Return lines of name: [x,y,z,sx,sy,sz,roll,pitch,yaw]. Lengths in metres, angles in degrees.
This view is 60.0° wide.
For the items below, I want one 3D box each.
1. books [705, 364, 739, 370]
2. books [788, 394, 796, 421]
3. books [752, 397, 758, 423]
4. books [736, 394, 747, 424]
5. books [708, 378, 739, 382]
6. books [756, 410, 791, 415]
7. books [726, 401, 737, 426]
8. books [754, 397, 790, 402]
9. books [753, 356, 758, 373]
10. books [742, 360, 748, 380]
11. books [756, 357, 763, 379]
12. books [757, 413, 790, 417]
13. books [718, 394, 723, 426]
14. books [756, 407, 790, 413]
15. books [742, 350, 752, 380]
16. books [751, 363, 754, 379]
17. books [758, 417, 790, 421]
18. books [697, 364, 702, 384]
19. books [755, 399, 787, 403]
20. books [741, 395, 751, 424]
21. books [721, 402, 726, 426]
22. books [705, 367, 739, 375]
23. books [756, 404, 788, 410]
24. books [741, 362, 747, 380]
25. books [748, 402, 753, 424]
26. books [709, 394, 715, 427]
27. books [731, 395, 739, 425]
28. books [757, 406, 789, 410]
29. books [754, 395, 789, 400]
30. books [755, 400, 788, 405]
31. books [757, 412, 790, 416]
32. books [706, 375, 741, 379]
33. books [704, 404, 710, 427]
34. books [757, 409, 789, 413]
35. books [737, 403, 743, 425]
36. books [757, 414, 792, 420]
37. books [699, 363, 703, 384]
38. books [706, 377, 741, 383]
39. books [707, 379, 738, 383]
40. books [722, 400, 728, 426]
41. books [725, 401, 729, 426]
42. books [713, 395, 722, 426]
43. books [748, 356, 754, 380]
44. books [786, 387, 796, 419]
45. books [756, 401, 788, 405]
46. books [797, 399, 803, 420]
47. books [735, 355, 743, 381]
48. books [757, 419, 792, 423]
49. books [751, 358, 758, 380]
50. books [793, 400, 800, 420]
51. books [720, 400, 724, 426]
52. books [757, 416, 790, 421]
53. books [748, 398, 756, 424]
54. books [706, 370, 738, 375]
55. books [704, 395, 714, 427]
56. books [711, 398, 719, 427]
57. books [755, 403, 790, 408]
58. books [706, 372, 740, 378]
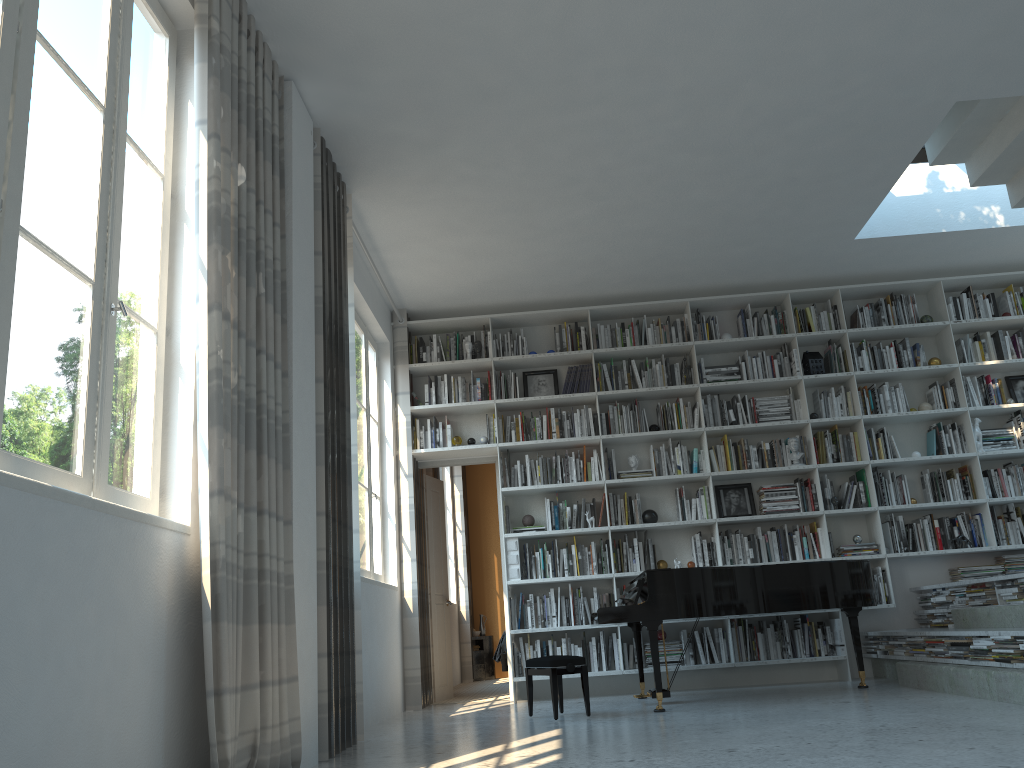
books: [1.761,-0.122,7.504,0.285,0.024,0.160,-5,-16,2]
books: [2.313,0.224,7.359,0.012,0.253,0.161,-4,-16,2]
books: [2.001,0.250,7.361,0.013,0.246,0.177,-4,-16,2]
books: [1.910,0.241,7.389,0.049,0.290,0.162,-4,-15,2]
books: [1.767,-0.013,7.467,0.254,0.012,0.161,-4,-16,-1]
books: [2.159,0.252,7.378,0.285,0.012,0.160,-5,-16,3]
books: [1.817,0.273,7.377,0.066,0.236,0.154,-4,-16,2]
books: [2.151,0.143,7.398,0.285,0.012,0.160,-3,-16,-3]
books: [2.049,-0.099,7.478,0.012,0.243,0.132,-4,-15,2]
books: [1.963,-0.078,7.493,0.024,0.222,0.129,-4,-16,2]
books: [2.069,-0.091,7.465,0.028,0.218,0.184,-4,-16,2]
books: [2.161,0.274,7.369,0.254,0.012,0.161,-5,-16,4]
books: [1.727,0.251,7.394,0.011,0.299,0.180,-4,-16,2]
books: [2.157,0.228,7.379,0.285,0.012,0.160,-5,-16,5]
books: [1.976,-0.120,7.461,0.011,0.283,0.190,-4,-16,2]
books: [2.012,-0.077,7.476,0.011,0.203,0.133,-4,-16,2]
books: [2.163,0.311,7.363,0.254,0.012,0.161,-5,-16,2]
books: [1.567,-0.045,7.473,0.027,0.201,0.168,-4,-16,2]
books: [2.152,0.158,7.406,0.254,0.012,0.161,-5,-16,2]
books: [1.945,0.245,7.371,0.021,0.268,0.192,-4,-16,2]
books: [1.752,0.282,7.387,0.014,0.232,0.147,-4,-16,2]
books: [1.763,-0.100,7.493,0.285,0.024,0.160,-5,-16,4]
books: [2.156,0.205,7.388,0.254,0.012,0.161,-5,-16,4]
books: [1.938,-0.067,7.461,0.025,0.187,0.194,-4,-16,2]
books: [1.970,0.273,7.379,0.024,0.215,0.133,-4,-16,2]
books: [1.661,0.254,7.414,0.014,0.312,0.134,-4,-15,2]
books: [1.860,0.249,7.394,0.022,0.284,0.131,-4,-15,2]
books: [2.156,0.216,7.383,0.254,0.012,0.161,-4,-16,-1]
books: [2.150,0.133,7.408,0.285,0.012,0.160,-5,-16,4]
books: [2.153,0.168,7.398,0.254,0.012,0.161,-5,-16,4]
books: [2.160,0.263,7.372,0.254,0.012,0.161,-4,-16,0]
books: [1.766,-0.036,7.475,0.285,0.012,0.160,-4,-16,0]
books: [1.617,0.298,7.403,0.027,0.227,0.148,-4,-16,2]
books: [2.158,0.240,7.380,0.254,0.012,0.161,-5,-16,3]
books: [1.885,0.279,7.378,0.024,0.216,0.148,-4,-16,2]
books: [2.161,0.285,7.363,0.285,0.012,0.160,-4,-16,-1]
books: [1.587,-0.051,7.487,0.013,0.217,0.141,-4,-16,2]
books: [1.766,-0.025,7.470,0.285,0.012,0.160,-4,-16,-1]
books: [1.768,-0.003,7.459,0.254,0.012,0.161,-6,-16,7]
books: [1.765,0.272,7.385,0.014,0.249,0.173,-4,-16,2]
books: [1.778,0.276,7.384,0.011,0.239,0.148,-4,-16,2]
books: [1.707,0.257,7.401,0.029,0.294,0.151,-4,-15,2]
books: [1.995,-0.095,7.469,0.021,0.237,0.172,-4,-16,2]
books: [2.324,0.197,7.382,0.012,0.318,0.140,-4,-15,2]
books: [2.154,0.180,7.388,0.254,0.012,0.161,-6,-16,7]
books: [2.379,0.248,7.368,0.030,0.204,0.159,-4,-16,2]
books: [1.918,-0.096,7.475,0.012,0.253,0.161,-4,-16,2]
books: [2.164,0.322,7.358,0.285,0.012,0.160,-5,-16,3]
books: [2.030,-0.088,7.463,0.027,0.216,0.190,-4,-16,2]
books: [2.349,0.252,7.363,0.029,0.198,0.172,-4,-16,2]
books: [1.739,0.274,7.390,0.011,0.251,0.153,-4,-16,2]
books: [2.162,0.298,7.365,0.254,0.012,0.161,-4,-16,1]
books: [1.988,0.256,7.374,0.015,0.244,0.183,-4,-16,2]
books: [1.764,-0.077,7.482,0.254,0.025,0.161,-3,-16,-2]
books: [1.641,0.258,7.394,0.026,0.296,0.180,-4,-16,2]
books: [1.681,0.268,7.381,0.025,0.265,0.186,-4,-16,2]
books: [2.155,0.194,7.394,0.285,0.012,0.160,-4,-16,1]
books: [1.766,-0.055,7.473,0.285,0.024,0.160,-6,-16,7]
